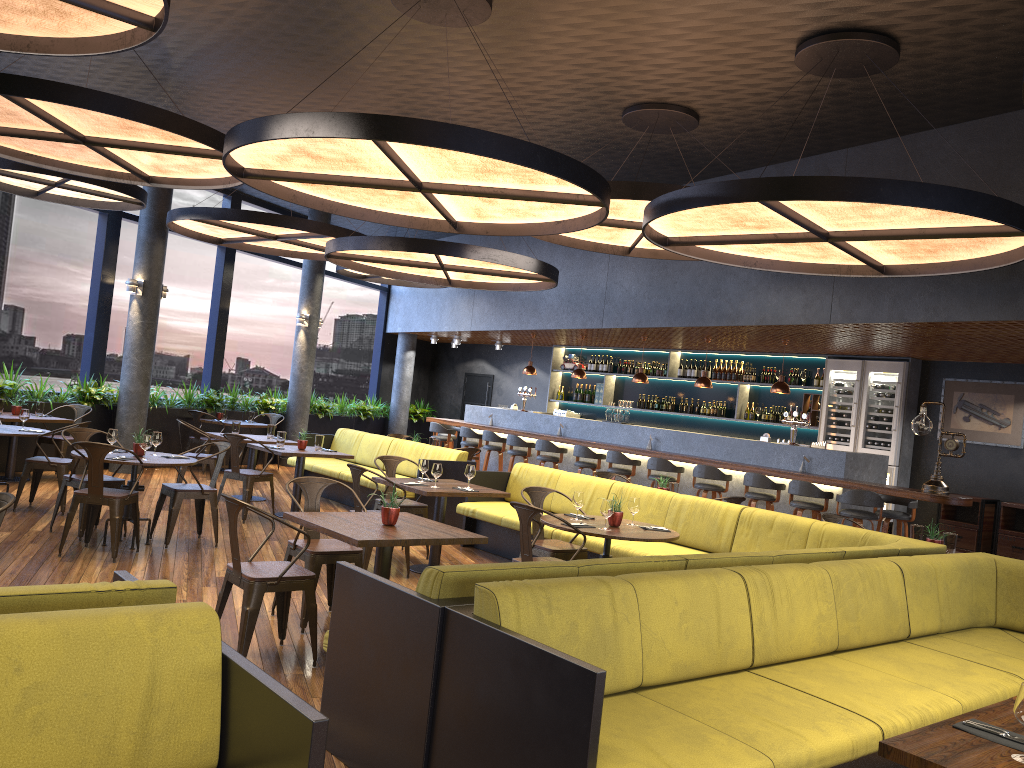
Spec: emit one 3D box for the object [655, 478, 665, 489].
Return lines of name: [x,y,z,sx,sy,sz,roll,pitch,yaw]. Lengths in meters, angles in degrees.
object: [1.524,1.067,9.183,0.102,0.178,0.102,6,-1,-4]

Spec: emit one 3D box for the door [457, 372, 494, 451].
door: [-0.803,0.798,19.206,0.137,2.056,1.012,7,-1,-40]

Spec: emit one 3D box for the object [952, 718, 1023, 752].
object: [1.458,1.038,2.621,0.157,0.019,0.255,7,-1,-39]

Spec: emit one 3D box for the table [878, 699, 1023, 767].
table: [1.608,1.442,2.412,0.906,0.763,0.887,7,-1,-40]

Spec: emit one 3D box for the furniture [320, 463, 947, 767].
furniture: [0.947,1.344,5.512,4.895,0.914,7.462,7,-1,-45]

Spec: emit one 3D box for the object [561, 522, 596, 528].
object: [0.482,0.989,6.236,0.255,0.019,0.157,7,-1,-37]

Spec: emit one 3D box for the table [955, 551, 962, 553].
table: [3.197,1.686,6.864,0.887,0.763,0.906,7,-1,-40]

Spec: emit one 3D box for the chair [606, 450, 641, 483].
chair: [1.458,1.435,12.062,0.438,1.048,0.483,6,-1,-11]

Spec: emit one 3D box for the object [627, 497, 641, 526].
object: [0.906,0.947,6.605,0.097,0.206,0.097,6,-1,2]

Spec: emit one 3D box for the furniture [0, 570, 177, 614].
furniture: [-3.703,0.803,3.378,3.372,0.914,4.503,7,-1,-40]

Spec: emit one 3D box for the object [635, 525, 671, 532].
object: [1.025,1.053,6.487,0.255,0.019,0.157,6,-1,-7]

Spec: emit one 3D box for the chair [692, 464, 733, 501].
chair: [2.421,1.523,10.991,0.438,1.048,0.483,7,-1,-25]

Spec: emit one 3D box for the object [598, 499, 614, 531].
object: [0.662,0.914,6.202,0.097,0.206,0.097,6,-1,-1]

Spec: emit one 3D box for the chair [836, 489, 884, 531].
chair: [3.645,1.631,9.428,0.483,1.048,0.438,5,-1,42]

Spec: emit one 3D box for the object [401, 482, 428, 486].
object: [-0.837,0.870,7.725,0.255,0.019,0.157,7,-1,-39]

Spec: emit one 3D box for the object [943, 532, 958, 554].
object: [3.315,1.222,6.723,0.102,0.178,0.102,6,-1,36]

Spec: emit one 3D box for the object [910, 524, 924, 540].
object: [3.232,1.219,7.090,0.102,0.178,0.102,6,-1,36]

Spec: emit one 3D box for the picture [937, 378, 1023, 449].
picture: [5.918,0.355,11.171,0.028,0.809,1.039,7,-1,-40]

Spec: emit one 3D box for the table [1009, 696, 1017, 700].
table: [2.296,1.526,2.993,0.906,0.763,0.887,7,-1,-40]

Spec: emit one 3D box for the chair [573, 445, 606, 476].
chair: [1.065,1.402,12.623,0.483,1.048,0.438,6,-1,22]

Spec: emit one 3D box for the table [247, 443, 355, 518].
table: [-2.448,1.123,10.085,0.887,0.763,0.906,7,-1,-40]

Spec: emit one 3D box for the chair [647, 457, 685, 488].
chair: [1.956,1.481,11.521,0.483,1.048,0.438,6,-1,11]

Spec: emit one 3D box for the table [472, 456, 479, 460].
table: [-1.112,1.300,12.037,0.906,0.763,0.887,7,-1,-40]

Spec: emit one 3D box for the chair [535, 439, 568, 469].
chair: [0.520,1.350,13.103,0.438,1.048,0.483,7,-1,-20]

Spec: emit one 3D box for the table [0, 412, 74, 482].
table: [-5.945,0.749,10.533,0.887,0.763,0.906,6,-1,25]

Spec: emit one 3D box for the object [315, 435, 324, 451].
object: [-2.207,0.675,10.145,0.102,0.178,0.102,6,-1,16]

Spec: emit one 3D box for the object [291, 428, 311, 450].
object: [-2.366,0.611,10.080,0.238,0.271,0.260,6,-1,-1]

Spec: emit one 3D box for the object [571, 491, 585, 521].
object: [0.486,0.900,6.544,0.097,0.206,0.097,6,-1,-15]

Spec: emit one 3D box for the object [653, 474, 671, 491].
object: [1.532,1.017,8.959,0.238,0.271,0.260,7,-1,-18]

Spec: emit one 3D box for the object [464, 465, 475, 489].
object: [-0.378,0.828,7.919,0.097,0.206,0.097,5,-1,42]

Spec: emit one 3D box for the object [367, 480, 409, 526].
object: [-0.736,0.712,5.350,0.260,0.271,0.238,6,-1,-4]

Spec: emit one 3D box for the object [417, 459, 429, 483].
object: [-0.801,0.783,8.007,0.097,0.206,0.097,5,-1,42]

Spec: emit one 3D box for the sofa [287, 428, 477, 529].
sofa: [-1.800,1.139,11.426,0.966,0.914,3.061,7,-1,-40]

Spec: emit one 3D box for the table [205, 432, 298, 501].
table: [-3.273,1.049,11.083,0.906,0.763,0.887,7,-1,-40]

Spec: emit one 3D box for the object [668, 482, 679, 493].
object: [1.599,1.069,8.803,0.102,0.178,0.102,6,-1,36]

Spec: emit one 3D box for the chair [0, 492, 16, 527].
chair: [-2.531,0.935,3.874,0.541,0.917,0.504,7,-1,-39]

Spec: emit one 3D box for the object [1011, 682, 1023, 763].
object: [1.439,0.939,2.450,0.097,0.206,0.097,6,-1,6]

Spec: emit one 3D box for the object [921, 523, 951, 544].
object: [3.254,1.171,6.854,0.260,0.271,0.238,7,-1,-38]

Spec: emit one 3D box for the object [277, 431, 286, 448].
object: [-2.620,0.629,10.059,0.102,0.178,0.102,7,-1,-34]

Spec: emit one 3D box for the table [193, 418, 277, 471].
table: [-4.371,0.974,13.892,0.887,0.763,0.906,6,-1,25]

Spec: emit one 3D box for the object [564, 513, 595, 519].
object: [0.524,1.001,6.710,0.157,0.019,0.255,7,-1,-33]

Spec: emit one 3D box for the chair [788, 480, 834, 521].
chair: [3.263,1.597,9.875,0.438,1.048,0.483,6,-1,-11]

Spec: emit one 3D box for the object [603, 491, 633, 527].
object: [0.756,0.892,6.412,0.238,0.271,0.260,7,-1,-18]

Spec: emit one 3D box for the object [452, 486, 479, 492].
object: [-0.417,0.916,7.746,0.157,0.019,0.255,7,-1,-39]

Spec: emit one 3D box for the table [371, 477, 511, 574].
table: [-0.677,1.281,7.917,0.906,0.763,0.887,7,-1,-40]

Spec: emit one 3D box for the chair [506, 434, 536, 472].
chair: [0.089,1.312,13.689,0.438,1.048,0.483,6,-1,-11]

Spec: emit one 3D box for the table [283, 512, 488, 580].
table: [-0.809,1.226,5.342,0.887,0.763,0.906,7,-1,-40]

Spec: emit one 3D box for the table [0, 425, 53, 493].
table: [-5.102,0.811,8.681,1.007,0.760,1.007,5,-1,44]

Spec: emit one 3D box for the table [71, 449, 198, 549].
table: [-3.261,0.994,7.593,1.007,0.760,1.007,6,-1,38]

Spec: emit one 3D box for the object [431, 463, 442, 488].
object: [-0.656,0.794,7.697,0.097,0.206,0.097,7,-1,-39]

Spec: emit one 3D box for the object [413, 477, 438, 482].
object: [-0.782,0.883,8.177,0.157,0.019,0.255,7,-1,-39]

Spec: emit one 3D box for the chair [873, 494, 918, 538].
chair: [4.194,1.698,9.837,0.483,1.048,0.438,6,-1,22]

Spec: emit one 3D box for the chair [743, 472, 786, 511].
chair: [2.918,1.568,10.396,0.483,1.048,0.438,6,-1,22]

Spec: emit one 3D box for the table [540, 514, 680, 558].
table: [0.666,1.404,6.429,1.007,0.760,1.007,6,-1,-2]

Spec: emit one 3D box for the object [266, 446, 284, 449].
object: [-2.656,0.703,9.886,0.157,0.019,0.255,7,-1,-40]
